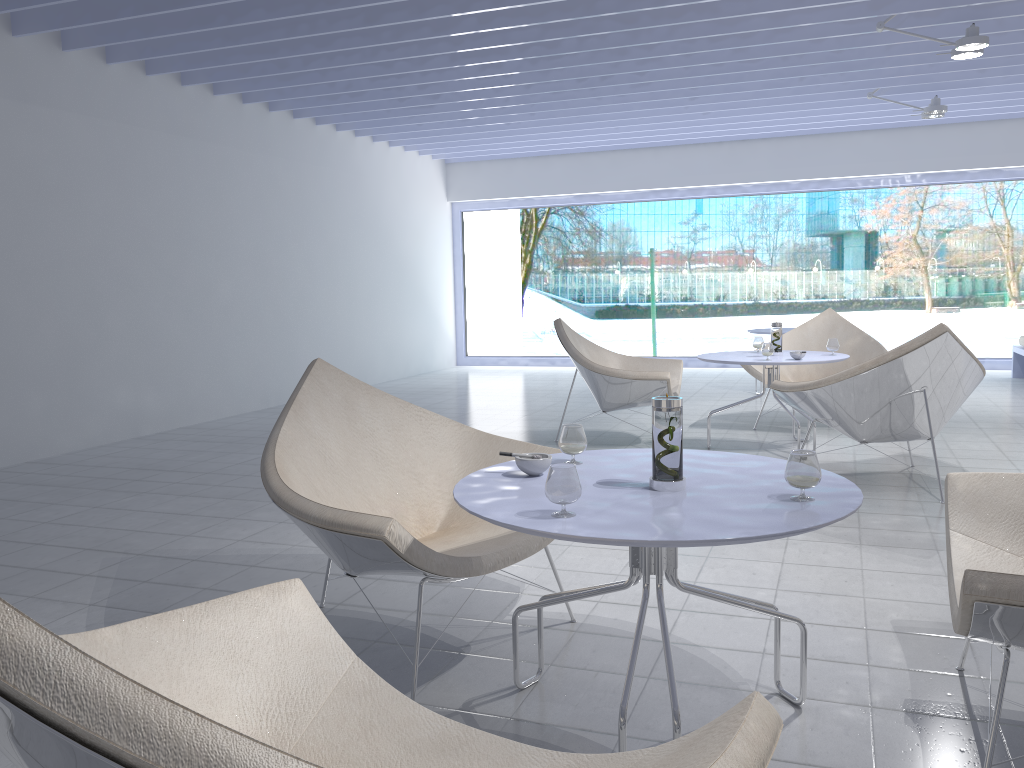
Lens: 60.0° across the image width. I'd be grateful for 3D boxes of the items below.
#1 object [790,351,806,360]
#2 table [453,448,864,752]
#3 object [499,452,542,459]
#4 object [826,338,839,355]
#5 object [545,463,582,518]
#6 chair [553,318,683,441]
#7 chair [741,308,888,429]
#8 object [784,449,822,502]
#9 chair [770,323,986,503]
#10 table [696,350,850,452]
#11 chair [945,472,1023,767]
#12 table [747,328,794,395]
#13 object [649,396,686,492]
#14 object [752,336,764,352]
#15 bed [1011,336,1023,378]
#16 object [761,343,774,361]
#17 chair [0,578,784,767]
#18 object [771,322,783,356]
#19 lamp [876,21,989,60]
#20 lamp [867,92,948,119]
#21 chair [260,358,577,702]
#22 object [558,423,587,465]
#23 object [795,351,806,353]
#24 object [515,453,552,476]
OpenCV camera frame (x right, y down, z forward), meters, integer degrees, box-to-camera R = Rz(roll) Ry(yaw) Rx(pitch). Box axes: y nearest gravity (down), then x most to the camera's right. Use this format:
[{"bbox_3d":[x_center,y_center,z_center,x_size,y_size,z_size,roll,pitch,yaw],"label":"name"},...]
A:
[{"bbox_3d":[1.506,-0.149,4.673,0.082,0.043,0.082,-3,6,-11],"label":"object"},{"bbox_3d":[0.296,0.474,1.878,0.825,0.534,0.823,-2,6,-3],"label":"table"},{"bbox_3d":[0.020,0.160,1.978,0.098,0.016,0.012,1,7,20],"label":"object"},{"bbox_3d":[1.773,-0.205,4.900,0.068,0.091,0.068,0,6,13],"label":"object"},{"bbox_3d":[0.093,0.193,1.614,0.068,0.091,0.068,0,6,10],"label":"object"},{"bbox_3d":[0.616,-0.024,5.347,0.753,0.759,0.906,0,6,16],"label":"chair"},{"bbox_3d":[2.016,-0.110,5.825,0.906,0.759,0.753,2,7,31],"label":"chair"},{"bbox_3d":[0.554,0.174,1.689,0.068,0.091,0.068,0,6,10],"label":"object"},{"bbox_3d":[1.751,0.087,4.066,0.906,0.759,0.753,-2,6,-9],"label":"chair"},{"bbox_3d":[1.460,0.107,4.999,0.825,0.534,0.823,0,6,11],"label":"table"},{"bbox_3d":[1.251,0.358,1.682,0.753,0.759,0.906,1,7,24],"label":"chair"},{"bbox_3d":[2.421,-0.192,7.531,0.823,0.534,0.825,-4,7,-22],"label":"table"},{"bbox_3d":[0.316,0.120,1.805,0.075,0.185,0.075,-3,6,-16],"label":"object"},{"bbox_3d":[1.456,-0.234,5.241,0.068,0.091,0.068,4,8,43],"label":"object"},{"bbox_3d":[5.227,-0.136,6.890,2.022,0.422,2.200,1,7,20],"label":"bed"},{"bbox_3d":[1.350,-0.171,4.684,0.068,0.091,0.068,-7,8,-41],"label":"object"},{"bbox_3d":[-0.246,0.471,0.985,0.906,0.759,0.753,3,8,35],"label":"chair"},{"bbox_3d":[1.483,-0.255,4.973,0.075,0.189,0.075,0,6,12],"label":"object"},{"bbox_3d":[2.442,-2.029,5.178,0.587,0.218,0.380,1,7,20],"label":"lamp"},{"bbox_3d":[3.173,-2.261,7.143,0.587,0.218,0.380,1,7,20],"label":"lamp"},{"bbox_3d":[-0.298,0.315,2.431,0.753,0.759,0.906,3,8,38],"label":"chair"},{"bbox_3d":[0.143,0.141,2.084,0.068,0.091,0.068,0,6,10],"label":"object"},{"bbox_3d":[1.508,-0.166,4.639,0.012,0.016,0.098,-3,6,-13],"label":"object"},{"bbox_3d":[0.048,0.181,1.965,0.082,0.043,0.082,1,7,22],"label":"object"}]
